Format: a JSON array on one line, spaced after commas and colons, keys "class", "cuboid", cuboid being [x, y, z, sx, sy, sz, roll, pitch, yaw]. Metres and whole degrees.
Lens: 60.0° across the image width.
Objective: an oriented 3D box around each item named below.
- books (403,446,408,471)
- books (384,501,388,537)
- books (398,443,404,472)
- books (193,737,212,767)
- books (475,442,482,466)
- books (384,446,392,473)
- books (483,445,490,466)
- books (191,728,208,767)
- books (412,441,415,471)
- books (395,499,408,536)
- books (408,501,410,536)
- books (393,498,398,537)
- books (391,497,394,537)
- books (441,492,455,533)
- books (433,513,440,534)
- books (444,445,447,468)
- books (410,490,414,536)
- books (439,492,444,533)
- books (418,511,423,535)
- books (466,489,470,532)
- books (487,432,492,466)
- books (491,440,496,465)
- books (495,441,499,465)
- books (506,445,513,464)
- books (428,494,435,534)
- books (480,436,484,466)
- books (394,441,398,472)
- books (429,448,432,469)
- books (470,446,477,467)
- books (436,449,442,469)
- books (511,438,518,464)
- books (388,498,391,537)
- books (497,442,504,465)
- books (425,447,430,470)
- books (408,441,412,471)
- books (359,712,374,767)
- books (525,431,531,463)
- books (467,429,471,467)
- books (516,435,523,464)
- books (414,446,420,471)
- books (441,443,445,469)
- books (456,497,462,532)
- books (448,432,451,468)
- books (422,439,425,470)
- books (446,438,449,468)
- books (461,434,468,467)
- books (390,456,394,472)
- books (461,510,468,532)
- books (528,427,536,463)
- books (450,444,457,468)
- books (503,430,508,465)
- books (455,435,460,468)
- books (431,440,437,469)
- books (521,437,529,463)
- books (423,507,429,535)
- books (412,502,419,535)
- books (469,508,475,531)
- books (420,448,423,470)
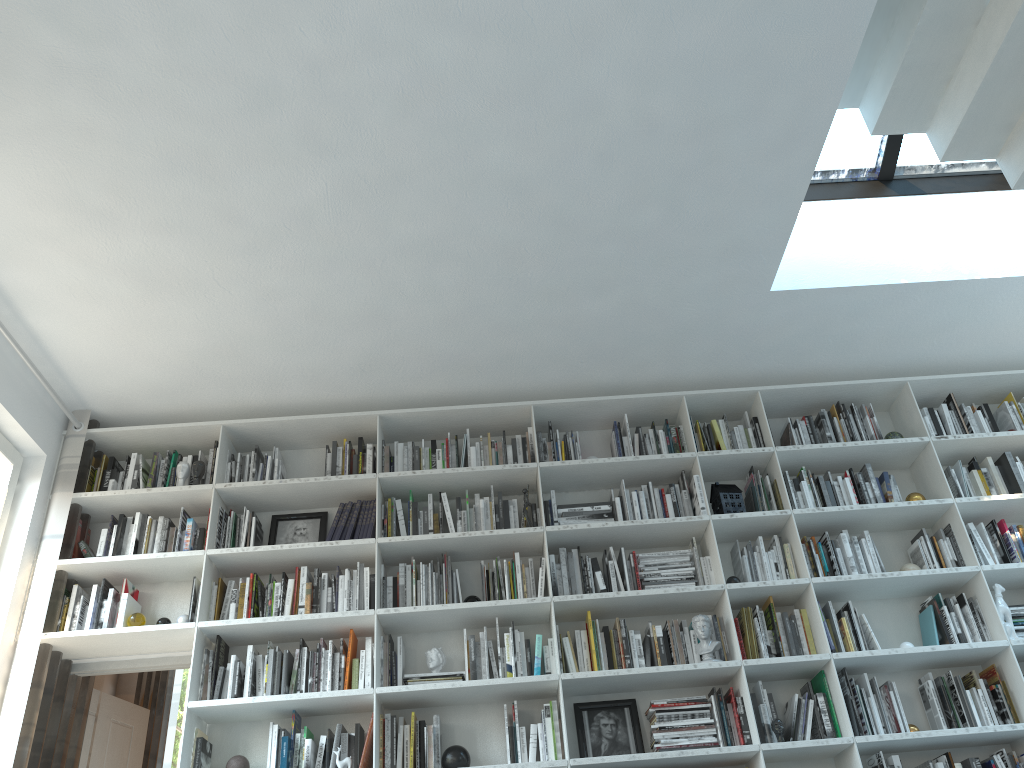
[{"class": "books", "cuboid": [-0.573, 0.480, 4.849, 0.023, 0.219, 0.182, -4, -34, -2]}, {"class": "books", "cuboid": [-0.652, 0.768, 4.644, 0.023, 0.254, 0.175, -4, -34, -2]}, {"class": "books", "cuboid": [-0.602, 0.469, 4.861, 0.031, 0.253, 0.146, -4, -34, -2]}, {"class": "books", "cuboid": [-1.405, 1.743, 4.013, 0.028, 0.241, 0.157, -4, -34, -2]}, {"class": "books", "cuboid": [-0.180, 0.454, 4.877, 0.026, 0.234, 0.135, -4, -34, -2]}, {"class": "books", "cuboid": [-0.676, 0.478, 4.849, 0.029, 0.236, 0.157, -4, -34, -2]}, {"class": "books", "cuboid": [-0.137, 0.466, 4.880, 0.029, 0.212, 0.142, -4, -34, -2]}, {"class": "books", "cuboid": [-1.427, 1.733, 4.033, 0.012, 0.283, 0.160, -4, -34, -2]}, {"class": "books", "cuboid": [-0.533, 0.464, 4.858, 0.012, 0.248, 0.175, -4, -34, -2]}, {"class": "books", "cuboid": [-0.572, 0.767, 4.669, 0.067, 0.273, 0.169, -4, -34, -2]}, {"class": "books", "cuboid": [-0.533, 0.766, 4.660, 0.011, 0.258, 0.158, -4, -34, -2]}, {"class": "books", "cuboid": [-0.611, 0.760, 4.665, 0.010, 0.285, 0.149, -4, -34, -2]}, {"class": "books", "cuboid": [-0.623, 0.765, 4.690, 0.014, 0.307, 0.130, -4, -34, -2]}, {"class": "books", "cuboid": [-0.326, 0.738, 4.668, 0.075, 0.284, 0.179, -4, -34, -2]}, {"class": "books", "cuboid": [-0.390, 0.795, 4.651, 0.034, 0.179, 0.161, -4, -34, -2]}, {"class": "books", "cuboid": [-0.359, 0.467, 4.855, 0.011, 0.214, 0.161, -4, -34, -2]}, {"class": "books", "cuboid": [-0.523, 0.738, 4.668, 0.012, 0.313, 0.172, -4, -34, -2]}, {"class": "books", "cuboid": [-0.371, 0.743, 4.696, 0.013, 0.313, 0.136, -4, -34, -2]}, {"class": "books", "cuboid": [-0.471, 0.790, 4.651, 0.024, 0.200, 0.154, -4, -34, -2]}, {"class": "books", "cuboid": [-0.229, 0.727, 4.685, 0.012, 0.306, 0.146, -4, -34, -2]}, {"class": "books", "cuboid": [-0.118, 0.427, 4.873, 0.014, 0.265, 0.193, -4, -34, -2]}, {"class": "books", "cuboid": [-0.099, 0.445, 4.868, 0.021, 0.227, 0.162, -4, -34, -2]}, {"class": "books", "cuboid": [-0.081, 0.446, 4.853, 0.013, 0.205, 0.179, -4, -34, -2]}, {"class": "books", "cuboid": [-0.009, 0.456, 4.857, 0.031, 0.183, 0.178, -4, -34, -2]}, {"class": "books", "cuboid": [-0.422, 0.745, 4.673, 0.023, 0.292, 0.156, -4, -34, -2]}, {"class": "books", "cuboid": [-0.161, 0.439, 4.887, 0.014, 0.267, 0.157, -4, -34, -2]}, {"class": "books", "cuboid": [-0.629, 0.472, 4.883, 0.021, 0.277, 0.141, -4, -34, -2]}, {"class": "books", "cuboid": [-0.442, 0.484, 4.869, 0.012, 0.214, 0.151, -4, -34, -2]}, {"class": "books", "cuboid": [-0.206, 0.470, 4.856, 0.031, 0.189, 0.182, -4, -34, -2]}, {"class": "books", "cuboid": [-0.392, 0.481, 4.858, 0.030, 0.200, 0.153, -4, -34, -2]}, {"class": "books", "cuboid": [0.017, 0.438, 4.881, 0.026, 0.235, 0.150, -4, -34, -2]}, {"class": "books", "cuboid": [-0.635, 0.764, 4.665, 0.013, 0.282, 0.159, -4, -34, -2]}, {"class": "books", "cuboid": [-0.061, 0.446, 4.849, 0.026, 0.199, 0.188, -4, -34, -2]}, {"class": "books", "cuboid": [-0.461, 0.482, 4.880, 0.025, 0.233, 0.130, -4, -34, -2]}, {"class": "books", "cuboid": [-0.551, 0.467, 4.861, 0.023, 0.250, 0.171, -4, -34, -2]}, {"class": "books", "cuboid": [-0.646, 1.661, 4.021, 0.082, 0.275, 0.229, -4, -34, -2]}, {"class": "books", "cuboid": [0.091, 0.419, 4.888, 0.014, 0.265, 0.172, -4, -34, -2]}, {"class": "books", "cuboid": [-0.233, 0.424, 4.896, 0.014, 0.313, 0.167, -4, -34, -2]}, {"class": "books", "cuboid": [0.044, 0.431, 4.895, 0.029, 0.259, 0.152, -4, -34, -2]}, {"class": "books", "cuboid": [-0.511, 0.473, 4.837, 0.029, 0.206, 0.179, -4, -34, -2]}, {"class": "books", "cuboid": [-0.372, 0.464, 4.866, 0.013, 0.233, 0.155, -4, -34, -2]}, {"class": "books", "cuboid": [-0.274, 0.752, 4.677, 0.027, 0.263, 0.169, -4, -34, -2]}, {"class": "books", "cuboid": [-0.338, 0.433, 4.881, 0.010, 0.297, 0.151, -4, -34, -2]}, {"class": "books", "cuboid": [-0.479, 0.456, 4.866, 0.010, 0.263, 0.161, -4, -34, -2]}, {"class": "books", "cuboid": [-0.348, 0.452, 4.865, 0.013, 0.250, 0.184, -4, -34, -2]}, {"class": "books", "cuboid": [-0.265, 0.436, 4.872, 0.052, 0.271, 0.173, -4, -34, -2]}, {"class": "books", "cuboid": [-0.648, 0.507, 4.847, 0.024, 0.182, 0.134, -4, -34, -2]}, {"class": "books", "cuboid": [-0.244, 0.781, 4.649, 0.028, 0.179, 0.169, -4, -34, -2]}, {"class": "books", "cuboid": [0.110, 0.406, 4.891, 0.026, 0.287, 0.177, -4, -34, -2]}, {"class": "books", "cuboid": [-0.316, 0.464, 4.874, 0.029, 0.234, 0.131, -4, -34, -2]}, {"class": "books", "cuboid": [-0.034, 0.419, 4.889, 0.013, 0.284, 0.160, -4, -34, -2]}, {"class": "books", "cuboid": [-0.297, 0.438, 4.873, 0.013, 0.274, 0.165, -4, -34, -2]}, {"class": "books", "cuboid": [-0.424, 0.461, 4.883, 0.028, 0.266, 0.152, -4, -34, -2]}, {"class": "books", "cuboid": [0.073, 0.433, 4.869, 0.026, 0.224, 0.173, -4, -34, -2]}, {"class": "books", "cuboid": [-0.445, 0.777, 4.651, 0.029, 0.217, 0.158, -4, -34, -2]}, {"class": "books", "cuboid": [-0.500, 0.767, 4.650, 0.031, 0.240, 0.182, -4, -34, -2]}, {"class": "books", "cuboid": [-0.208, 0.780, 4.681, 0.024, 0.211, 0.129, -4, -34, -2]}, {"class": "books", "cuboid": [-0.489, 0.479, 4.848, 0.014, 0.206, 0.167, -4, -34, -2]}]
